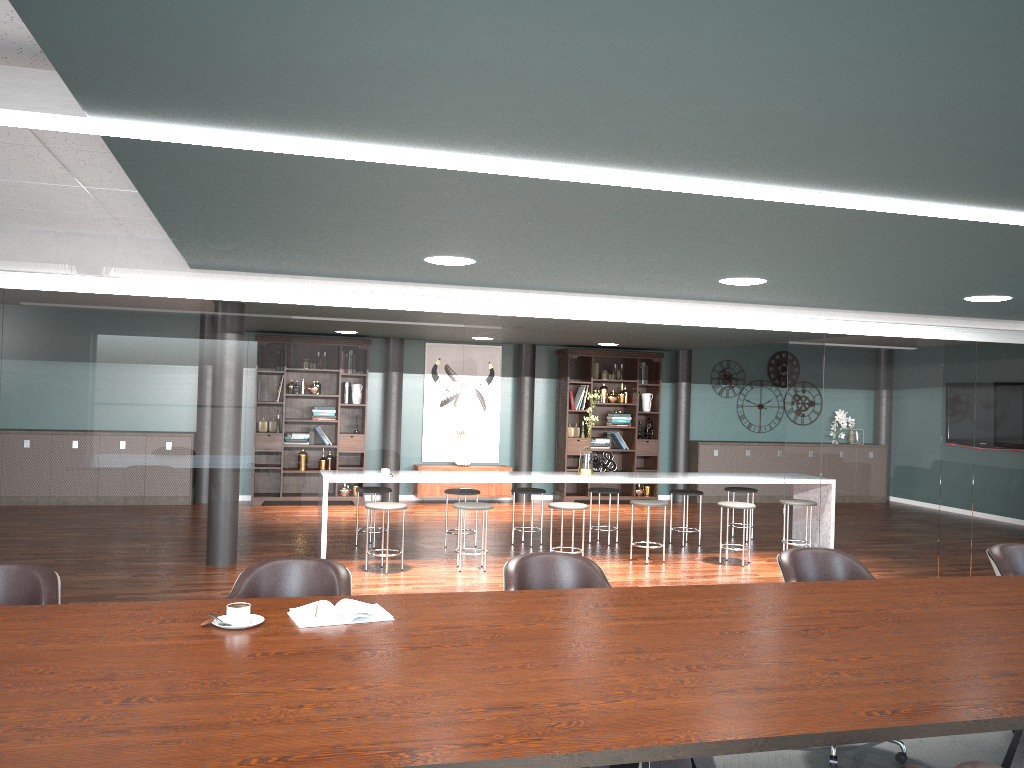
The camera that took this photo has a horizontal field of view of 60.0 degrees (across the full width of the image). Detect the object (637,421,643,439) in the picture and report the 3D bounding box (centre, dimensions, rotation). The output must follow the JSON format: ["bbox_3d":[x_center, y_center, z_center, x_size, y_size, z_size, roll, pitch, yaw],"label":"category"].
[{"bbox_3d":[1.688,0.609,11.703,0.077,0.228,0.077,2,-1,-32],"label":"object"}]

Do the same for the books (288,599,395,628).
[{"bbox_3d":[-0.518,0.688,2.684,0.285,0.032,0.180,2,-1,-25],"label":"books"}]

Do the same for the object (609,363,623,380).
[{"bbox_3d":[1.351,-0.161,11.641,0.196,0.221,0.184,2,-1,-15],"label":"object"}]

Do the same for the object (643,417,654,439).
[{"bbox_3d":[1.798,0.581,11.749,0.116,0.286,0.215,2,-1,-20],"label":"object"}]

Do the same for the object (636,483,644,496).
[{"bbox_3d":[1.666,1.380,11.624,0.144,0.175,0.073,2,-1,-13],"label":"object"}]

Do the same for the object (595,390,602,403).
[{"bbox_3d":[1.122,0.161,11.503,0.079,0.161,0.080,2,-1,11],"label":"object"}]

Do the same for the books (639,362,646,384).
[{"bbox_3d":[1.716,-0.142,11.744,0.027,0.286,0.184,2,-1,-15],"label":"books"}]

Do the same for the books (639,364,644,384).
[{"bbox_3d":[1.693,-0.134,11.737,0.016,0.268,0.205,2,-1,-15],"label":"books"}]

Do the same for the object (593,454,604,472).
[{"bbox_3d":[1.081,1.024,11.500,0.224,0.238,0.159,2,-1,-15],"label":"object"}]

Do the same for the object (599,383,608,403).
[{"bbox_3d":[1.199,0.119,11.602,0.114,0.251,0.114,2,-1,11],"label":"object"}]

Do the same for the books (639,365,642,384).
[{"bbox_3d":[1.664,-0.124,11.729,0.042,0.248,0.194,2,-1,-15],"label":"books"}]

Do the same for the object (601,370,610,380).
[{"bbox_3d":[1.216,-0.118,11.593,0.096,0.126,0.106,1,-1,35],"label":"object"}]

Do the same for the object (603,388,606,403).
[{"bbox_3d":[1.197,0.149,11.493,0.040,0.191,0.040,2,-1,-6],"label":"object"}]

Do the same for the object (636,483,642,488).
[{"bbox_3d":[1.672,1.385,11.752,0.099,0.169,0.099,2,-1,-41],"label":"object"}]

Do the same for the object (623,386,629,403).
[{"bbox_3d":[1.495,0.144,11.725,0.092,0.222,0.092,2,-1,19],"label":"object"}]

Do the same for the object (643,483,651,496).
[{"bbox_3d":[1.786,1.344,11.706,0.108,0.256,0.108,2,-1,19],"label":"object"}]

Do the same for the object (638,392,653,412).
[{"bbox_3d":[1.742,0.234,11.782,0.268,0.262,0.137,2,-1,24],"label":"object"}]

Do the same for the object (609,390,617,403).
[{"bbox_3d":[1.325,0.164,11.659,0.099,0.169,0.099,2,-1,-41],"label":"object"}]

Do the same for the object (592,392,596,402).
[{"bbox_3d":[1.043,0.153,11.577,0.105,0.172,0.105,2,-1,-19],"label":"object"}]

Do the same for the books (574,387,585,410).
[{"bbox_3d":[0.857,0.185,11.511,0.115,0.296,0.210,2,-1,-15],"label":"books"}]

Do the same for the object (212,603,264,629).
[{"bbox_3d":[-0.790,0.667,2.560,0.146,0.056,0.146,2,-1,9],"label":"object"}]

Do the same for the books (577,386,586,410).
[{"bbox_3d":[0.883,0.177,11.513,0.090,0.316,0.197,2,-1,-15],"label":"books"}]

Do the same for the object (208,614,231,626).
[{"bbox_3d":[-0.846,0.683,2.554,0.034,0.012,0.155,2,-1,-38],"label":"object"}]

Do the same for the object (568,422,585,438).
[{"bbox_3d":[0.803,0.582,11.488,0.250,0.221,0.186,2,-1,-17],"label":"object"}]

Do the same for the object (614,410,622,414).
[{"bbox_3d":[1.389,0.365,11.658,0.104,0.052,0.100,2,-1,-11],"label":"object"}]

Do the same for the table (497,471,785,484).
[{"bbox_3d":[0.653,1.148,7.773,4.577,0.699,0.609,2,-1,-15],"label":"table"}]

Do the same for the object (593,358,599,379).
[{"bbox_3d":[1.080,-0.196,11.585,0.104,0.273,0.104,2,-1,21],"label":"object"}]

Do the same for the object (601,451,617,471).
[{"bbox_3d":[1.263,1.017,11.670,0.233,0.268,0.051,2,-1,-15],"label":"object"}]

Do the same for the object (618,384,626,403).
[{"bbox_3d":[1.439,0.124,11.613,0.108,0.256,0.108,2,-1,19],"label":"object"}]

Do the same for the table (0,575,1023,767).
[{"bbox_3d":[1.111,1.108,2.701,6.694,0.706,1.374,2,-1,-15],"label":"table"}]

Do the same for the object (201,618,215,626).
[{"bbox_3d":[-0.871,0.681,2.539,0.041,0.021,0.044,2,-1,-23],"label":"object"}]

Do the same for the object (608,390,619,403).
[{"bbox_3d":[1.318,0.160,11.530,0.144,0.175,0.073,2,-1,-13],"label":"object"}]
